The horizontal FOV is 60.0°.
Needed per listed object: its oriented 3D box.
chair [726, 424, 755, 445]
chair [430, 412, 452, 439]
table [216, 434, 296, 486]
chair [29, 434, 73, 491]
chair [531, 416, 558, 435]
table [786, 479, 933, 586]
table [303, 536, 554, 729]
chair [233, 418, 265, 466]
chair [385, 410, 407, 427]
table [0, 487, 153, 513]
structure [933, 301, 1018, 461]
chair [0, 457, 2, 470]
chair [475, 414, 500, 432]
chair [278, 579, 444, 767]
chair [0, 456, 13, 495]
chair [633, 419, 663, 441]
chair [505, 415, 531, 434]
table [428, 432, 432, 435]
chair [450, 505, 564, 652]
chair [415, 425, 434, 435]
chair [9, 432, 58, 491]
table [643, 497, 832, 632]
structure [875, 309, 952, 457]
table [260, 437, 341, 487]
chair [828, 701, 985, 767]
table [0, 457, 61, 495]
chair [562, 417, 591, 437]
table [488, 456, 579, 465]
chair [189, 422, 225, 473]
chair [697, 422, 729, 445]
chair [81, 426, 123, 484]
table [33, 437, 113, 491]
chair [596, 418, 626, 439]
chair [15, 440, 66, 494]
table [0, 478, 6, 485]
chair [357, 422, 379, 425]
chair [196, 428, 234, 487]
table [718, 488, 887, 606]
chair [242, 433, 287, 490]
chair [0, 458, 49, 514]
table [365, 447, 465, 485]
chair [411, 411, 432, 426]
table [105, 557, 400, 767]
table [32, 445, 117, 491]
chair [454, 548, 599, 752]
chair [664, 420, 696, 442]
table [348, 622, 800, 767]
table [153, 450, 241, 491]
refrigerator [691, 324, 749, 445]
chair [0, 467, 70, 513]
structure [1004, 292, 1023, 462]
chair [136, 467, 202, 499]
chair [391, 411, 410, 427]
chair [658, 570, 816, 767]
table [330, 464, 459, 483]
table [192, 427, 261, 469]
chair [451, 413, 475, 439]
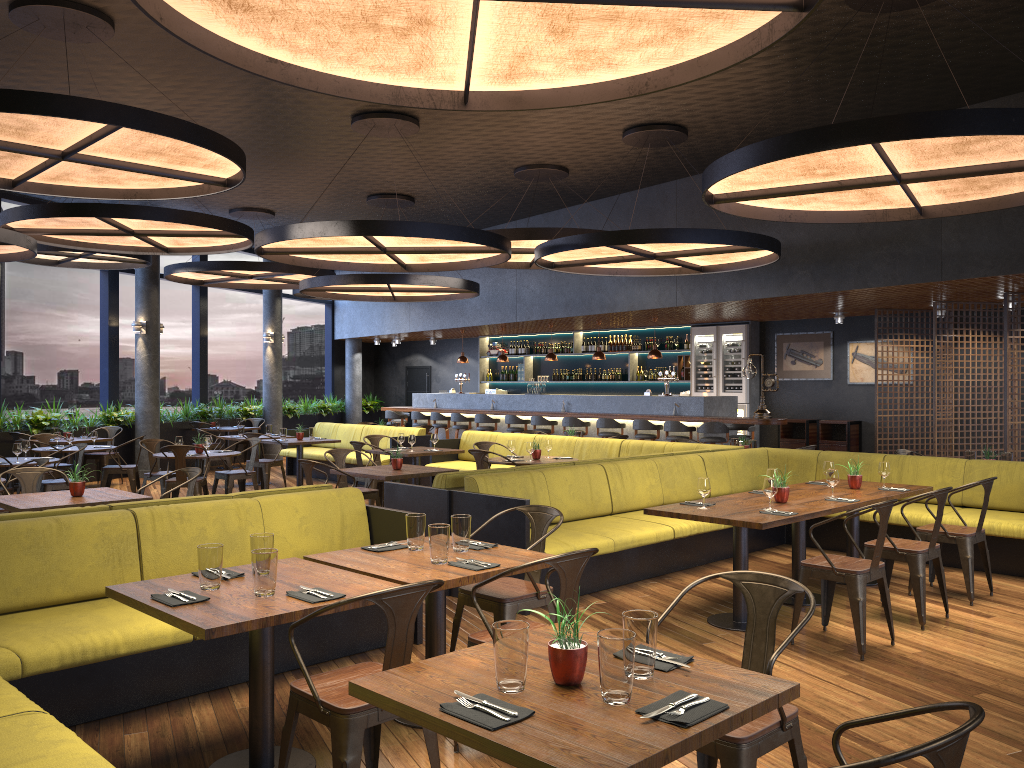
[{"bbox_3d":[3.477,1.074,13.575,0.483,1.048,0.438,0,0,17],"label":"chair"},{"bbox_3d":[-1.382,1.074,17.606,0.483,1.048,0.438,0,0,17],"label":"chair"},{"bbox_3d":[-4.096,1.218,14.185,0.906,0.763,0.887,0,0,-45],"label":"table"},{"bbox_3d":[-6.211,1.139,11.981,0.541,0.917,0.504,0,0,37],"label":"chair"},{"bbox_3d":[0.549,1.074,15.560,0.438,1.048,0.483,0,0,-16],"label":"chair"},{"bbox_3d":[2.803,1.218,7.231,0.906,0.763,0.887,0,0,-45],"label":"table"},{"bbox_3d":[-0.384,1.218,4.313,0.887,0.763,0.906,0,0,-45],"label":"table"},{"bbox_3d":[-5.166,1.139,17.506,0.504,0.917,0.541,0,0,11],"label":"chair"},{"bbox_3d":[-2.418,1.074,18.580,0.483,1.048,0.438,0,0,17],"label":"chair"},{"bbox_3d":[-3.290,1.218,6.570,0.887,0.763,0.906,0,0,-45],"label":"table"},{"bbox_3d":[6.268,0.250,11.985,1.319,2.700,0.050,0,0,-14],"label":"structure"},{"bbox_3d":[-5.969,1.139,9.867,0.541,0.917,0.504,0,0,27],"label":"chair"},{"bbox_3d":[-0.477,1.074,16.518,0.438,1.048,0.483,0,0,-25],"label":"chair"},{"bbox_3d":[-0.530,1.139,3.210,0.504,0.917,0.541,0,0,-44],"label":"chair"},{"bbox_3d":[-5.433,1.139,9.130,0.504,0.917,0.541,0,0,-5],"label":"chair"},{"bbox_3d":[2.151,1.074,14.024,0.483,1.048,0.438,0,0,17],"label":"chair"},{"bbox_3d":[0.109,1.074,16.086,0.483,1.048,0.438,0,0,17],"label":"chair"},{"bbox_3d":[-2.009,1.218,15.320,0.906,0.763,0.887,0,0,-45],"label":"table"},{"bbox_3d":[-0.006,1.139,4.788,0.541,0.917,0.504,0,0,-44],"label":"chair"},{"bbox_3d":[-1.589,1.139,14.837,0.504,0.917,0.541,0,0,-44],"label":"chair"},{"bbox_3d":[-6.920,1.139,12.772,0.504,0.917,0.541,0,0,31],"label":"chair"},{"bbox_3d":[1.515,1.218,5.959,0.906,0.763,0.887,0,0,-45],"label":"table"},{"bbox_3d":[5.966,0.250,13.150,1.319,2.700,0.050,0,0,-14],"label":"structure"},{"bbox_3d":[-3.186,1.218,13.261,0.887,0.763,0.906,0,0,-45],"label":"table"},{"bbox_3d":[0.742,1.139,1.977,0.504,0.917,0.541,0,0,-44],"label":"chair"},{"bbox_3d":[-5.478,1.218,9.653,1.007,0.760,1.007,0,0,13],"label":"table"},{"bbox_3d":[1.093,1.074,15.063,0.483,1.048,0.438,0,0,6],"label":"chair"},{"bbox_3d":[0.238,1.218,9.882,1.007,0.760,1.007,0,0,-7],"label":"table"},{"bbox_3d":[-5.612,1.139,16.254,0.504,0.917,0.541,0,0,20],"label":"chair"},{"bbox_3d":[2.960,1.074,13.121,0.483,1.048,0.438,0,0,37],"label":"chair"},{"bbox_3d":[-6.465,1.139,14.024,0.504,0.917,0.541,0,0,9],"label":"chair"},{"bbox_3d":[-6.728,1.218,13.410,0.887,0.763,0.906,0,0,20],"label":"table"},{"bbox_3d":[1.603,1.074,14.574,0.438,1.048,0.483,0,0,-30],"label":"chair"},{"bbox_3d":[-5.888,1.139,11.082,0.504,0.917,0.541,0,0,18],"label":"chair"},{"bbox_3d":[-4.881,1.218,7.537,1.007,0.760,1.007,0,0,13],"label":"table"},{"bbox_3d":[-2.474,1.139,15.739,0.504,0.917,0.541,0,0,-44],"label":"chair"},{"bbox_3d":[-4.629,1.139,13.785,0.541,0.917,0.504,0,0,-26],"label":"chair"},{"bbox_3d":[2.157,1.218,6.596,0.906,0.763,0.887,0,0,-45],"label":"table"},{"bbox_3d":[-3.553,1.139,12.657,0.504,0.917,0.541,0,0,23],"label":"chair"},{"bbox_3d":[-4.461,1.139,7.955,0.541,0.917,0.504,0,0,-44],"label":"chair"},{"bbox_3d":[-1.232,1.218,11.251,0.906,0.763,0.887,0,0,-45],"label":"table"},{"bbox_3d":[-1.809,1.074,18.023,0.483,1.048,0.438,0,0,17],"label":"chair"},{"bbox_3d":[-1.049,1.218,3.659,0.887,0.763,0.906,0,0,-45],"label":"table"},{"bbox_3d":[-5.730,1.218,11.635,1.007,0.760,1.007,0,0,39],"label":"table"},{"bbox_3d":[0.089,1.139,3.818,0.504,0.917,0.541,0,0,-44],"label":"chair"},{"bbox_3d":[2.540,1.074,13.534,0.438,1.048,0.483,0,0,-16],"label":"chair"},{"bbox_3d":[0.172,1.218,2.491,0.887,0.763,0.906,0,0,-45],"label":"table"},{"bbox_3d":[-3.794,1.218,10.707,1.007,0.760,1.007,0,0,33],"label":"table"},{"bbox_3d":[3.790,0.018,15.906,0.454,2.109,1.159,0,0,-44],"label":"refrigerator"},{"bbox_3d":[-3.785,1.139,7.071,0.504,0.917,0.541,0,0,-44],"label":"chair"},{"bbox_3d":[6.569,0.250,10.820,1.319,2.700,0.050,0,0,-14],"label":"structure"},{"bbox_3d":[-2.763,1.139,7.061,0.541,0.917,0.504,0,0,-44],"label":"chair"},{"bbox_3d":[-2.491,1.074,19.564,0.483,1.048,0.438,0,0,-16],"label":"chair"},{"bbox_3d":[0.738,1.139,3.019,0.541,0.917,0.504,0,0,-44],"label":"chair"},{"bbox_3d":[-1.150,1.218,8.673,0.887,0.763,0.906,0,0,-45],"label":"table"},{"bbox_3d":[-5.430,1.218,16.891,0.887,0.763,0.906,0,0,20],"label":"table"},{"bbox_3d":[-0.957,1.074,17.065,0.438,1.048,0.483,0,0,-16],"label":"chair"}]
